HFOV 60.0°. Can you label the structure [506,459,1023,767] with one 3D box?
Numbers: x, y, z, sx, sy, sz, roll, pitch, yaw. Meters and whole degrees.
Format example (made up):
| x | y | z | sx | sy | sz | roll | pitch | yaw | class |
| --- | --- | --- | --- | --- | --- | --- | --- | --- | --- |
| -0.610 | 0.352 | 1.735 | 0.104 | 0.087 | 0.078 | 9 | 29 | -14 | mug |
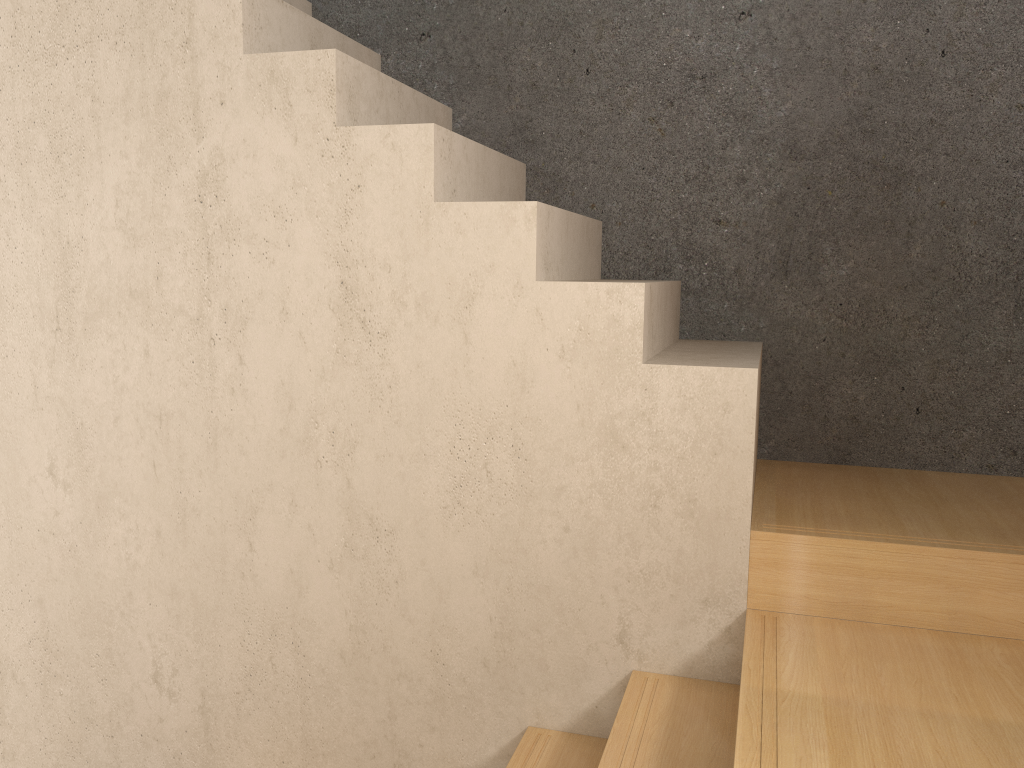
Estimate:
| x | y | z | sx | sy | sz | roll | pitch | yaw | class |
| --- | --- | --- | --- | --- | --- | --- | --- | --- | --- |
| 0.279 | 0.885 | 1.919 | 2.400 | 1.110 | 1.950 | 3 | 8 | 16 | structure |
